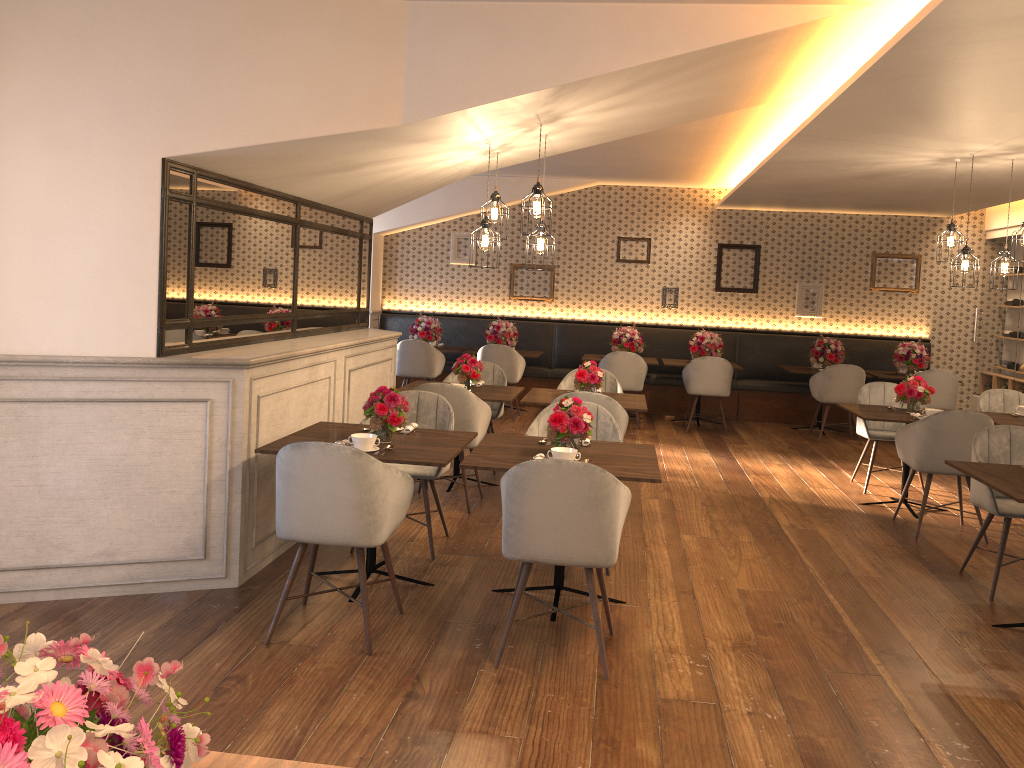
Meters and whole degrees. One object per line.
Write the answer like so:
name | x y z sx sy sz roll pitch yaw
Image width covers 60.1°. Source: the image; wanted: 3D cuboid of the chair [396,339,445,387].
chair | -1.103 -0.100 10.376 0.565 0.870 0.528 3 4 7

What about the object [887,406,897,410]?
object | 2.985 0.188 6.946 0.022 0.004 0.211 4 6 7

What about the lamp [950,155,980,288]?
lamp | 3.374 -1.742 6.464 0.175 2.064 0.175 3 3 8

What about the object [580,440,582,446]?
object | 0.355 0.302 4.648 0.025 0.024 0.193 3 6 7

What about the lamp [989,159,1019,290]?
lamp | 3.712 -1.734 6.549 0.175 2.064 0.175 3 3 8

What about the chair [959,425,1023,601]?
chair | 2.805 0.696 4.859 0.565 0.870 0.528 3 4 7

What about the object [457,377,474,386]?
object | -0.366 -0.025 7.083 0.148 0.072 0.149 0 6 -25

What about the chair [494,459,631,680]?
chair | 0.203 0.697 3.698 0.565 0.870 0.528 3 4 7

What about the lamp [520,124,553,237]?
lamp | 0.187 -1.890 5.087 0.175 2.064 0.175 3 3 8

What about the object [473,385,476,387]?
object | -0.290 0.005 7.065 0.025 0.024 0.193 3 6 7

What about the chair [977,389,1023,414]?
chair | 4.067 0.501 7.197 0.565 0.870 0.528 3 4 7

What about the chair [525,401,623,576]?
chair | 0.339 0.559 5.018 0.565 0.870 0.528 3 4 7

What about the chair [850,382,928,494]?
chair | 3.117 0.442 7.315 0.565 0.870 0.528 3 4 7

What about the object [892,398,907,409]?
object | 3.067 0.156 6.961 0.148 0.072 0.149 1 6 -15

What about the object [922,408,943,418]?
object | 3.026 0.220 6.353 0.148 0.072 0.149 1 6 -15

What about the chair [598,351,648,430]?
chair | 1.251 0.047 10.084 0.565 0.870 0.528 3 4 7

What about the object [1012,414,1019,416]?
object | 3.869 0.236 6.843 0.043 0.015 0.198 4 6 11

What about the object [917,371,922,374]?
object | 4.661 -0.102 10.009 0.148 0.072 0.149 -1 7 -35

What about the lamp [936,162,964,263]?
lamp | 3.424 -1.968 6.780 0.175 2.064 0.175 3 3 8

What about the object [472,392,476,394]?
object | -0.302 0.073 6.483 0.043 0.015 0.198 4 6 11

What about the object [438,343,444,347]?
object | -0.911 -0.499 11.315 0.056 0.039 0.176 3 6 7

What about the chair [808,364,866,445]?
chair | 3.605 0.193 9.791 0.565 0.870 0.528 3 4 7

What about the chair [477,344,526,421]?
chair | -0.152 -0.041 10.258 0.565 0.870 0.528 3 4 7

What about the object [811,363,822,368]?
object | 3.710 -0.228 10.740 0.148 0.072 0.149 -1 7 -35

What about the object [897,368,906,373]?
object | 4.702 -0.166 10.617 0.148 0.072 0.149 -2 7 -40

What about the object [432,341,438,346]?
object | -1.023 -0.523 11.328 0.148 0.072 0.149 -1 7 -35

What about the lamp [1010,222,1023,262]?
lamp | 3.680 -1.893 6.214 0.175 2.064 0.175 3 3 8

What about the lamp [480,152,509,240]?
lamp | -0.068 -1.964 5.653 0.175 2.064 0.175 3 3 8

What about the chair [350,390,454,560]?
chair | -0.611 0.500 5.136 0.565 0.870 0.528 3 4 7

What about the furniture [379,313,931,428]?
furniture | 1.683 -0.175 11.342 7.090 1.078 0.543 4 4 7

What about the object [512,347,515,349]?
object | 0.008 -0.442 11.201 0.056 0.039 0.176 3 6 7

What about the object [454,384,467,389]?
object | -0.407 0.040 6.475 0.148 0.072 0.149 0 6 -25

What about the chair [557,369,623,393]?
chair | 0.631 0.320 7.321 0.565 0.870 0.528 3 4 7

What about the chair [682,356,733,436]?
chair | 2.202 0.106 9.966 0.565 0.870 0.528 3 4 7

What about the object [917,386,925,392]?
object | 3.032 0.039 6.605 0.045 0.052 0.077 0 6 -31

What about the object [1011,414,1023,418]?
object | 3.895 0.245 6.833 0.022 0.004 0.211 4 6 7

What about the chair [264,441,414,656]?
chair | -0.747 0.638 3.816 0.565 0.870 0.528 3 4 7

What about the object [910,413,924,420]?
object | 2.912 0.230 6.368 0.056 0.039 0.176 3 6 7

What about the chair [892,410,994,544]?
chair | 2.935 0.577 6.000 0.565 0.870 0.528 3 4 7

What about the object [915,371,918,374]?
object | 4.814 -0.142 10.604 0.056 0.039 0.176 3 6 7

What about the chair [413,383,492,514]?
chair | -0.455 0.399 6.119 0.565 0.870 0.528 3 4 7

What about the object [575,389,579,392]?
object | 0.570 0.034 6.966 0.148 0.072 0.149 0 6 -25

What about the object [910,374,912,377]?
object | 4.547 -0.092 10.023 0.056 0.039 0.176 3 6 7

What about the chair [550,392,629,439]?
chair | 0.495 0.458 6.001 0.565 0.870 0.528 3 4 7

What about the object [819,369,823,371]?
object | 3.555 -0.153 10.147 0.056 0.039 0.176 3 6 7

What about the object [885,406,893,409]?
object | 2.951 0.179 6.957 0.043 0.015 0.198 3 6 3

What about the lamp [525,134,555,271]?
lamp | 0.219 -1.731 5.423 0.175 2.064 0.175 3 3 8

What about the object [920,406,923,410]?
object | 3.179 0.179 6.948 0.056 0.039 0.176 3 6 7

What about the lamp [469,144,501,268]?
lamp | -0.119 -1.738 5.338 0.175 2.064 0.175 3 3 8

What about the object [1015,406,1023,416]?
object | 3.977 0.212 6.848 0.148 0.072 0.149 1 6 -15

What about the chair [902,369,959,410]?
chair | 4.556 0.253 9.673 0.565 0.870 0.528 3 4 7

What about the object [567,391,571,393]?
object | 0.454 0.057 6.963 0.043 0.015 0.198 3 6 3

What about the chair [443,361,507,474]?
chair | -0.319 0.261 7.439 0.565 0.870 0.528 3 4 7
